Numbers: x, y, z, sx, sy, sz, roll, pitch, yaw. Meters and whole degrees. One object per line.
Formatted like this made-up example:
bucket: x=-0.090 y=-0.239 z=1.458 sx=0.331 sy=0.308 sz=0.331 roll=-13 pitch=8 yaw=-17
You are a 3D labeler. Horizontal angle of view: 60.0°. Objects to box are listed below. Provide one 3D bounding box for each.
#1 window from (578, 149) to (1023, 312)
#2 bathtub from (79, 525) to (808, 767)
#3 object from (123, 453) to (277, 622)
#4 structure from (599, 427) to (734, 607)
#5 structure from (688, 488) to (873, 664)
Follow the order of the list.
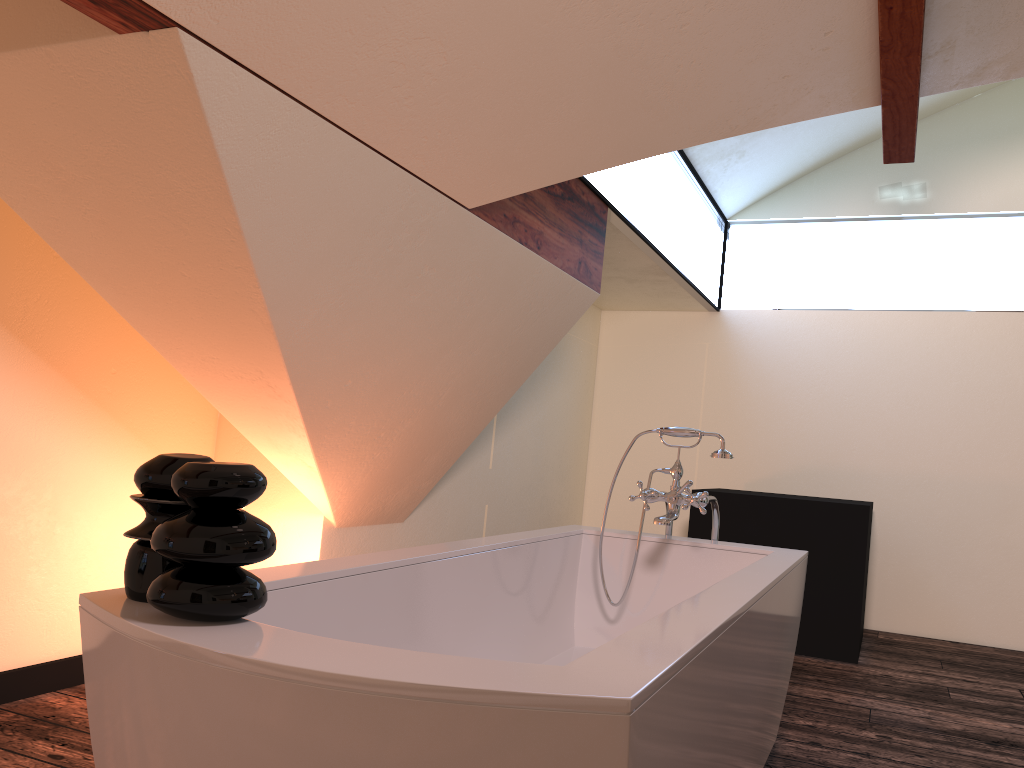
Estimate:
window: x=1.620 y=-0.998 z=3.859 sx=2.105 sy=0.675 sz=3.529 roll=3 pitch=-5 yaw=24
bathtub: x=0.117 y=0.797 z=1.965 sx=0.798 sy=0.692 sz=2.223 roll=3 pitch=-5 yaw=24
object: x=-0.425 y=0.225 z=1.208 sx=0.156 sy=0.228 sz=0.276 roll=7 pitch=-4 yaw=-36
structure: x=0.532 y=0.719 z=2.837 sx=0.384 sy=1.118 sz=0.555 roll=3 pitch=-4 yaw=38
structure: x=1.461 y=1.107 z=4.822 sx=0.868 sy=0.859 sz=0.803 roll=3 pitch=-4 yaw=24
